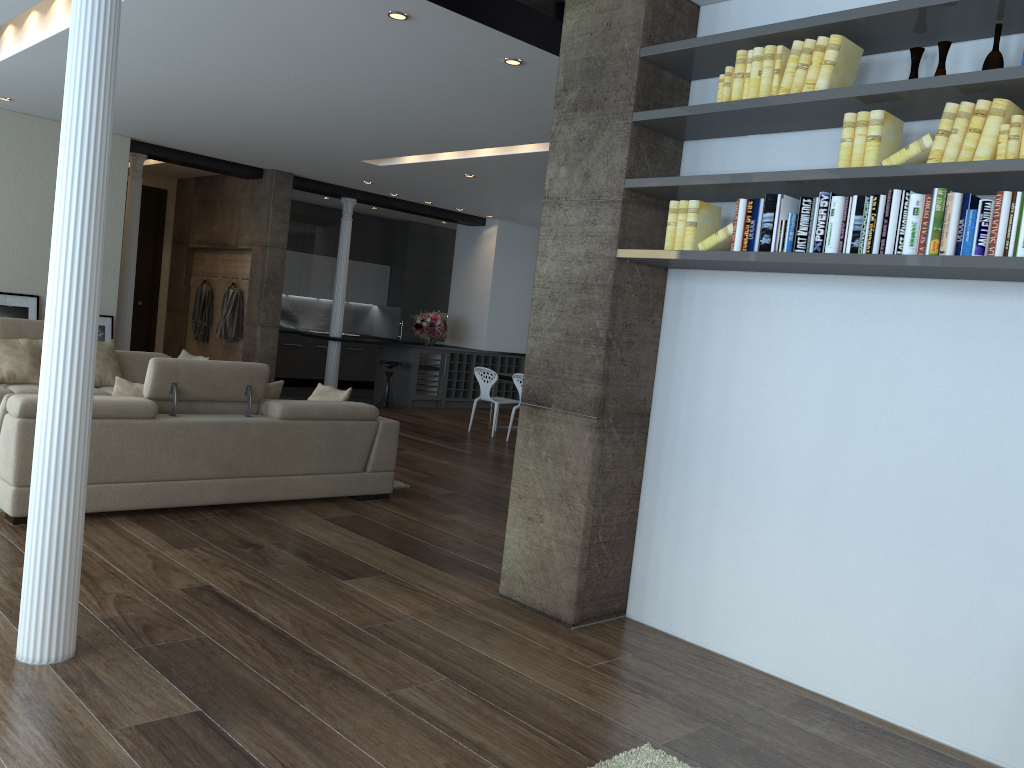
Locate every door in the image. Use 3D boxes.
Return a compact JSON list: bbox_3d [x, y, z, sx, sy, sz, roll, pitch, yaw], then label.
[{"bbox_3d":[-5.717,-1.521,12.989,1.037,2.814,0.246,3,5,-44],"label":"door"}]

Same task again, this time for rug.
[{"bbox_3d":[0.849,1.453,0.477,2.972,0.020,4.231,3,5,-44],"label":"rug"},{"bbox_3d":[-3.362,0.569,6.695,4.231,0.020,2.972,3,5,-44],"label":"rug"}]

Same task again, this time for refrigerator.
[{"bbox_3d":[-1.249,-0.145,13.372,0.578,0.774,0.075,3,5,-40],"label":"refrigerator"}]

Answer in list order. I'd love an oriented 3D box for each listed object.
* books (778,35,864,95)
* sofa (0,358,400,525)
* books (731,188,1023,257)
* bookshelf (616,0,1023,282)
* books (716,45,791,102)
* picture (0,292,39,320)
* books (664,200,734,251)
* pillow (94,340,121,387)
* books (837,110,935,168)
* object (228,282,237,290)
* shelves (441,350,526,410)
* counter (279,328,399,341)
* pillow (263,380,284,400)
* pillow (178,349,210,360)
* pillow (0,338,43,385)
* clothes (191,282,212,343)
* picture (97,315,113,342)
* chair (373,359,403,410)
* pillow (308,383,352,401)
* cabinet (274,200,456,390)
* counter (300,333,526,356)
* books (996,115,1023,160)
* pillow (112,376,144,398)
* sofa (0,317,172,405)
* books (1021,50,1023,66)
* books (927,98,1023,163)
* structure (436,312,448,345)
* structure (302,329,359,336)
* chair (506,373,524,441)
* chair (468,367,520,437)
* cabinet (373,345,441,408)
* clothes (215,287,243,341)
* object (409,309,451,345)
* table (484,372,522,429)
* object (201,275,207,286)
[{"bbox_3d":[1.209,-1.222,3.490,0.189,0.228,0.249,3,5,-44],"label":"books"},{"bbox_3d":[-2.097,0.286,6.024,2.581,0.950,1.021,3,5,-44],"label":"sofa"},{"bbox_3d":[2.006,-0.474,2.668,0.242,0.237,2.981,3,5,-44],"label":"books"},{"bbox_3d":[2.319,-0.739,2.441,0.400,0.942,4.804,3,5,-44],"label":"bookshelf"},{"bbox_3d":[1.024,-1.254,3.685,0.278,0.220,0.209,10,5,44],"label":"books"},{"bbox_3d":[-5.469,-0.386,9.024,1.183,1.140,0.225,3,5,-44],"label":"picture"},{"bbox_3d":[0.861,-0.671,3.854,0.189,0.224,0.345,3,5,-44],"label":"books"},{"bbox_3d":[-3.937,-0.202,8.310,0.301,0.439,0.534,10,5,42],"label":"pillow"},{"bbox_3d":[1.425,-0.889,3.309,0.189,0.224,0.345,3,5,-44],"label":"books"},{"bbox_3d":[-3.755,-1.327,11.947,0.010,0.219,0.430,3,5,-44],"label":"object"},{"bbox_3d":[-0.733,-0.101,14.479,1.700,0.897,0.900,3,5,-44],"label":"shelves"},{"bbox_3d":[-3.571,-0.778,14.637,3.597,0.223,0.807,3,5,-44],"label":"counter"},{"bbox_3d":[-1.891,0.168,6.183,0.534,0.439,0.301,3,5,-41],"label":"pillow"},{"bbox_3d":[-3.230,-0.125,8.670,0.518,0.393,0.395,10,5,42],"label":"pillow"},{"bbox_3d":[-4.378,-0.211,7.867,0.368,0.416,0.519,10,5,41],"label":"pillow"},{"bbox_3d":[-4.429,-1.030,12.621,0.141,0.855,0.569,3,5,-44],"label":"clothes"},{"bbox_3d":[-4.754,-0.280,9.749,0.700,0.988,0.195,3,5,-44],"label":"picture"},{"bbox_3d":[-0.094,0.506,9.877,16.134,0.952,21.556,3,5,-44],"label":"chair"},{"bbox_3d":[-1.512,0.186,6.884,0.395,0.393,0.518,3,5,-41],"label":"pillow"},{"bbox_3d":[-2.119,-1.408,15.910,7.409,2.980,0.827,3,5,-44],"label":"cabinet"},{"bbox_3d":[-1.399,-0.599,13.753,3.700,0.040,1.000,3,5,-44],"label":"counter"},{"bbox_3d":[1.790,-0.825,2.933,0.278,0.220,0.209,10,5,44],"label":"books"},{"bbox_3d":[-2.350,0.156,5.758,0.519,0.416,0.368,3,5,-40],"label":"pillow"},{"bbox_3d":[-4.124,-0.080,8.132,2.581,0.950,1.021,3,5,-44],"label":"sofa"},{"bbox_3d":[2.776,-0.956,1.898,0.242,0.237,2.981,3,5,-44],"label":"books"},{"bbox_3d":[1.620,-0.857,3.107,0.189,0.228,0.249,3,5,-44],"label":"books"},{"bbox_3d":[-1.329,-1.031,16.581,0.595,0.596,0.591,3,5,-44],"label":"structure"},{"bbox_3d":[-3.097,-0.861,15.020,0.900,0.066,0.520,3,5,-44],"label":"structure"},{"bbox_3d":[0.274,0.304,10.553,0.581,0.835,0.495,3,5,-44],"label":"chair"},{"bbox_3d":[-0.205,0.217,11.057,0.581,0.835,0.495,3,5,-44],"label":"chair"},{"bbox_3d":[-1.573,-0.141,13.665,0.642,0.897,0.900,3,5,-44],"label":"cabinet"},{"bbox_3d":[-3.816,-0.944,11.970,0.700,0.735,0.173,10,5,44],"label":"clothes"},{"bbox_3d":[-1.254,-0.876,13.705,0.544,0.552,0.570,3,5,-38],"label":"object"},{"bbox_3d":[1.187,0.434,10.906,1.200,0.733,3.400,3,5,-44],"label":"table"},{"bbox_3d":[-4.367,-1.439,12.600,0.010,0.219,0.430,3,5,-44],"label":"object"}]
